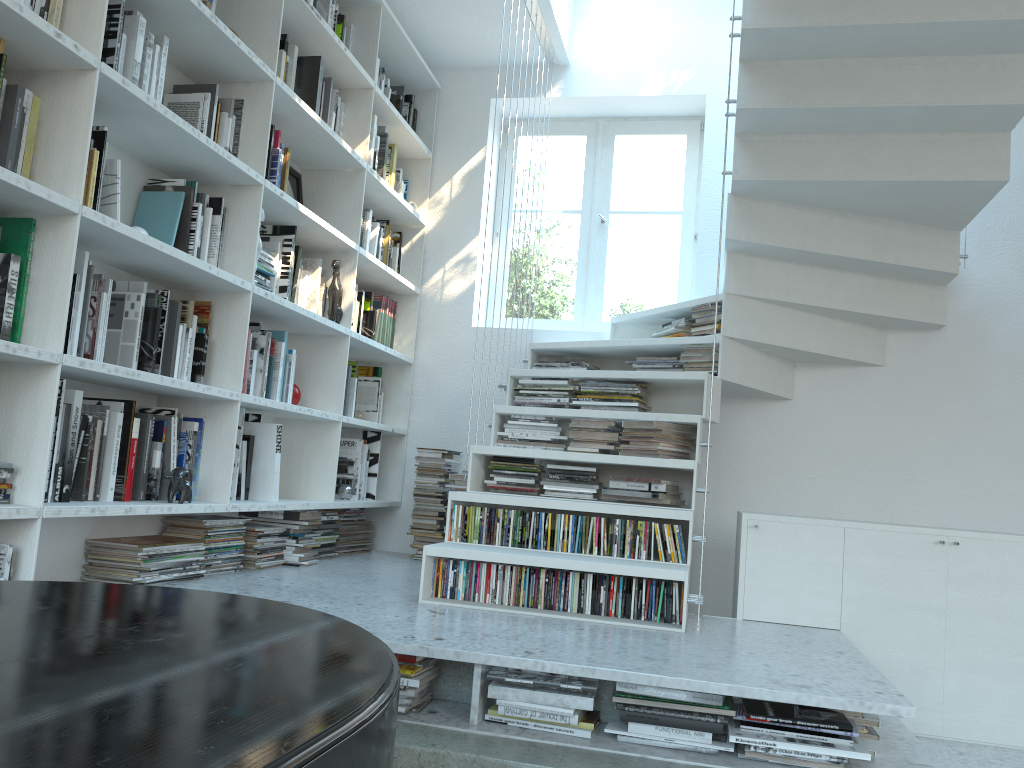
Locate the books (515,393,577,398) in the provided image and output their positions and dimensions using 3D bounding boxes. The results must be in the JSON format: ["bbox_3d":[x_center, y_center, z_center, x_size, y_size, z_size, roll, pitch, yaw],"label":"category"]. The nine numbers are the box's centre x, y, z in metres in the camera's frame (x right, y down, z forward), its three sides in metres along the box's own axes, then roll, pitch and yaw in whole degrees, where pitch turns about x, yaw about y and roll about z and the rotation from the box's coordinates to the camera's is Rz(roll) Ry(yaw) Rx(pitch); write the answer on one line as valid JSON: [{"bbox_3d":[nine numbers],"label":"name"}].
[{"bbox_3d":[0.171,0.056,3.883,0.268,0.006,0.170,2,-7,24],"label":"books"}]

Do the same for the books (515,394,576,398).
[{"bbox_3d":[0.171,0.062,3.884,0.262,0.006,0.185,1,-7,28],"label":"books"}]

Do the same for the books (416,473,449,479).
[{"bbox_3d":[-0.385,0.451,4.340,0.119,0.015,0.159,3,-7,17],"label":"books"}]

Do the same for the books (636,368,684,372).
[{"bbox_3d":[0.700,-0.049,4.024,0.230,0.022,0.141,0,-8,36],"label":"books"}]

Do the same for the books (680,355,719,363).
[{"bbox_3d":[0.876,-0.092,3.837,0.200,0.023,0.262,-1,-8,40],"label":"books"}]

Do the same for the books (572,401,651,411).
[{"bbox_3d":[0.421,0.092,3.721,0.287,0.013,0.182,1,-7,27],"label":"books"}]

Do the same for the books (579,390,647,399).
[{"bbox_3d":[0.428,0.046,3.733,0.254,0.007,0.177,2,-7,21],"label":"books"}]

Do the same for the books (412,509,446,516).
[{"bbox_3d":[-0.392,0.625,4.326,0.128,0.022,0.258,4,-6,9],"label":"books"}]

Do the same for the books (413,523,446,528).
[{"bbox_3d":[-0.397,0.684,4.320,0.135,0.013,0.184,3,-6,10],"label":"books"}]

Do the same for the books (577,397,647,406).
[{"bbox_3d":[0.422,0.078,3.721,0.243,0.014,0.191,2,-7,26],"label":"books"}]

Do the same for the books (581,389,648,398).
[{"bbox_3d":[0.434,0.039,3.746,0.257,0.011,0.145,2,-7,20],"label":"books"}]

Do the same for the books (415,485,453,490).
[{"bbox_3d":[-0.378,0.506,4.332,0.133,0.012,0.251,4,-6,8],"label":"books"}]

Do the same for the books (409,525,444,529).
[{"bbox_3d":[-0.397,0.695,4.319,0.135,0.008,0.231,3,-6,16],"label":"books"}]

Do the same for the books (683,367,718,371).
[{"bbox_3d":[0.873,-0.048,3.839,0.179,0.015,0.223,0,-8,37],"label":"books"}]

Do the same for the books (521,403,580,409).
[{"bbox_3d":[0.174,0.104,3.891,0.228,0.014,0.149,2,-7,25],"label":"books"}]

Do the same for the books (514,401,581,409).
[{"bbox_3d":[0.169,0.091,3.881,0.275,0.009,0.177,2,-7,26],"label":"books"}]

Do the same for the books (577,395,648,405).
[{"bbox_3d":[0.426,0.068,3.730,0.261,0.009,0.187,2,-7,23],"label":"books"}]

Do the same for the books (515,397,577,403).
[{"bbox_3d":[0.170,0.078,3.883,0.264,0.018,0.166,1,-7,32],"label":"books"}]

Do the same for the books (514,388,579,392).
[{"bbox_3d":[0.174,0.031,3.888,0.292,0.005,0.168,1,-7,31],"label":"books"}]

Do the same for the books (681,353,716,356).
[{"bbox_3d":[0.872,-0.106,3.849,0.149,0.006,0.291,-1,-8,42],"label":"books"}]

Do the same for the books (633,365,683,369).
[{"bbox_3d":[0.688,-0.068,4.010,0.233,0.010,0.170,1,-7,33],"label":"books"}]

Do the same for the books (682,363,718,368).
[{"bbox_3d":[0.873,-0.064,3.841,0.173,0.018,0.238,-1,-8,40],"label":"books"}]

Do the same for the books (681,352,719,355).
[{"bbox_3d":[0.870,-0.112,3.851,0.159,0.007,0.285,0,-8,39],"label":"books"}]

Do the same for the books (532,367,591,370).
[{"bbox_3d":[0.260,-0.062,4.267,0.282,0.010,0.169,1,-7,28],"label":"books"}]

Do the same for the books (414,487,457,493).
[{"bbox_3d":[-0.373,0.518,4.330,0.152,0.013,0.218,3,-6,16],"label":"books"}]

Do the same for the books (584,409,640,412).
[{"bbox_3d":[0.429,0.122,3.744,0.258,0.013,0.136,2,-7,25],"label":"books"}]

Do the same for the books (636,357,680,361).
[{"bbox_3d":[0.689,-0.099,4.010,0.199,0.016,0.183,0,-7,34],"label":"books"}]

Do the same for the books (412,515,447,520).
[{"bbox_3d":[-0.380,0.647,4.320,0.166,0.013,0.242,3,-6,11],"label":"books"}]

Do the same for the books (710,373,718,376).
[{"bbox_3d":[0.853,-0.025,3.851,0.130,0.015,0.210,-1,-8,40],"label":"books"}]

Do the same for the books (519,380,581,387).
[{"bbox_3d":[0.174,0.004,3.886,0.230,0.015,0.190,1,-7,27],"label":"books"}]

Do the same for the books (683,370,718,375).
[{"bbox_3d":[0.871,-0.036,3.839,0.168,0.008,0.241,-1,-8,41],"label":"books"}]

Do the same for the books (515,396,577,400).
[{"bbox_3d":[0.175,0.068,3.891,0.292,0.005,0.152,2,-7,25],"label":"books"}]

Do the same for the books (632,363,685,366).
[{"bbox_3d":[0.697,-0.077,4.021,0.254,0.012,0.161,0,-8,37],"label":"books"}]

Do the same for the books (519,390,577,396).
[{"bbox_3d":[0.172,0.047,3.884,0.231,0.011,0.171,2,-7,24],"label":"books"}]

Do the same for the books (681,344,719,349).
[{"bbox_3d":[0.870,-0.143,3.855,0.158,0.007,0.300,0,-8,38],"label":"books"}]

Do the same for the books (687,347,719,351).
[{"bbox_3d":[0.881,-0.135,3.846,0.163,0.008,0.266,1,-7,33],"label":"books"}]

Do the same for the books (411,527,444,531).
[{"bbox_3d":[-0.397,0.703,4.318,0.139,0.010,0.190,3,-6,16],"label":"books"}]

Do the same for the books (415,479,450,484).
[{"bbox_3d":[-0.389,0.477,4.338,0.118,0.008,0.234,3,-6,11],"label":"books"}]

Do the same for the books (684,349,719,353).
[{"bbox_3d":[0.862,-0.123,3.859,0.132,0.016,0.262,0,-8,36],"label":"books"}]

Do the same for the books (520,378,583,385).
[{"bbox_3d":[0.180,-0.010,3.896,0.235,0.014,0.166,1,-7,30],"label":"books"}]

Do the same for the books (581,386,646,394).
[{"bbox_3d":[0.431,0.028,3.738,0.240,0.009,0.174,2,-7,22],"label":"books"}]

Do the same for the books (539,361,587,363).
[{"bbox_3d":[0.268,-0.092,4.284,0.239,0.008,0.160,2,-7,22],"label":"books"}]

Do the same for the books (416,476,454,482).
[{"bbox_3d":[-0.374,0.466,4.336,0.144,0.015,0.206,3,-6,10],"label":"books"}]

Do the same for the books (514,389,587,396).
[{"bbox_3d":[0.174,0.038,3.888,0.289,0.008,0.162,1,-7,32],"label":"books"}]

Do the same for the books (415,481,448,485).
[{"bbox_3d":[-0.391,0.484,4.337,0.116,0.006,0.222,3,-6,11],"label":"books"}]

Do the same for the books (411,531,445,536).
[{"bbox_3d":[-0.391,0.723,4.314,0.160,0.014,0.198,3,-6,12],"label":"books"}]

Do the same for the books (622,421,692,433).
[{"bbox_3d":[0.566,0.167,3.448,0.234,0.025,0.157,10,-8,-39],"label":"books"}]

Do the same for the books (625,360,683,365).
[{"bbox_3d":[0.689,-0.088,4.011,0.299,0.006,0.193,0,-8,38],"label":"books"}]

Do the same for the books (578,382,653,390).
[{"bbox_3d":[0.440,0.010,3.758,0.298,0.007,0.134,2,-7,22],"label":"books"}]

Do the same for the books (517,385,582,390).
[{"bbox_3d":[0.185,0.023,3.907,0.298,0.017,0.136,1,-7,29],"label":"books"}]

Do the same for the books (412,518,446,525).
[{"bbox_3d":[-0.398,0.665,4.322,0.130,0.025,0.178,3,-6,16],"label":"books"}]

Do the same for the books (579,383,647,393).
[{"bbox_3d":[0.428,0.016,3.731,0.243,0.013,0.191,2,-7,24],"label":"books"}]

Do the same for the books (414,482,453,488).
[{"bbox_3d":[-0.382,0.494,4.334,0.133,0.012,0.191,3,-6,16],"label":"books"}]

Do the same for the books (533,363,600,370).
[{"bbox_3d":[0.265,-0.081,4.278,0.288,0.017,0.151,1,-7,28],"label":"books"}]

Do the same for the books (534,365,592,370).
[{"bbox_3d":[0.259,-0.071,4.264,0.262,0.006,0.185,2,-7,19],"label":"books"}]

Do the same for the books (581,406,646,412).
[{"bbox_3d":[0.431,0.109,3.746,0.249,0.014,0.130,2,-7,26],"label":"books"}]

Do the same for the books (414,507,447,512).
[{"bbox_3d":[-0.376,0.610,4.324,0.161,0.010,0.225,4,-6,9],"label":"books"}]

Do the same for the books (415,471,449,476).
[{"bbox_3d":[-0.371,0.440,4.338,0.150,0.008,0.214,3,-6,15],"label":"books"}]

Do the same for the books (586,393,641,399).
[{"bbox_3d":[0.431,0.058,3.741,0.196,0.014,0.154,2,-7,26],"label":"books"}]
